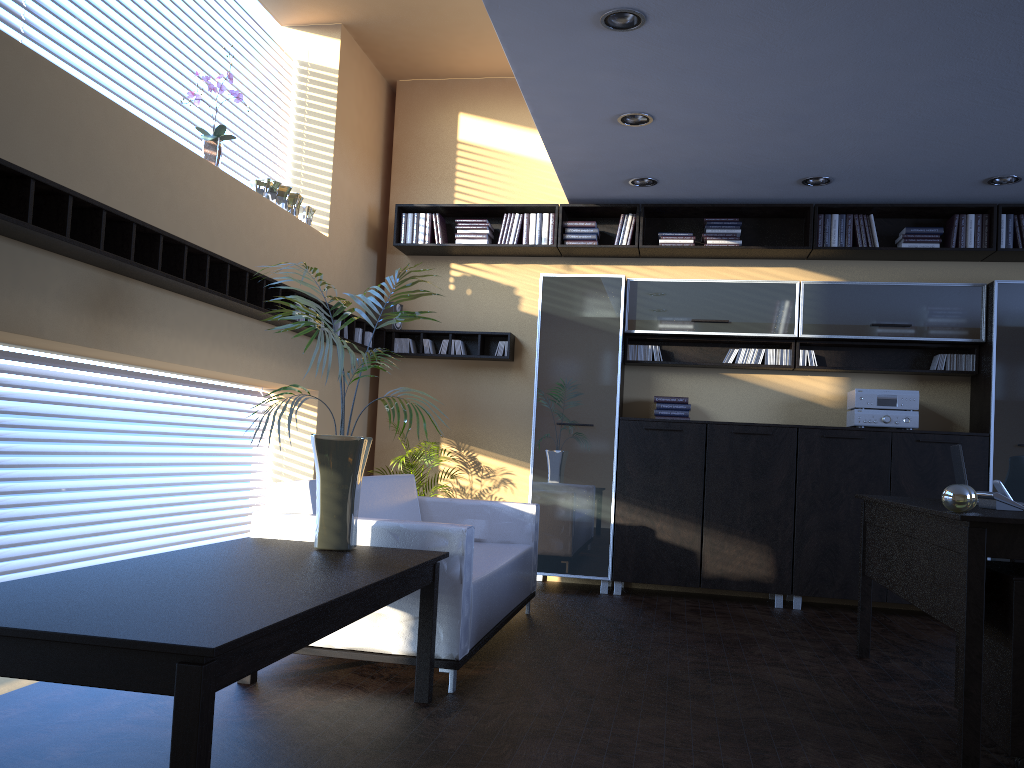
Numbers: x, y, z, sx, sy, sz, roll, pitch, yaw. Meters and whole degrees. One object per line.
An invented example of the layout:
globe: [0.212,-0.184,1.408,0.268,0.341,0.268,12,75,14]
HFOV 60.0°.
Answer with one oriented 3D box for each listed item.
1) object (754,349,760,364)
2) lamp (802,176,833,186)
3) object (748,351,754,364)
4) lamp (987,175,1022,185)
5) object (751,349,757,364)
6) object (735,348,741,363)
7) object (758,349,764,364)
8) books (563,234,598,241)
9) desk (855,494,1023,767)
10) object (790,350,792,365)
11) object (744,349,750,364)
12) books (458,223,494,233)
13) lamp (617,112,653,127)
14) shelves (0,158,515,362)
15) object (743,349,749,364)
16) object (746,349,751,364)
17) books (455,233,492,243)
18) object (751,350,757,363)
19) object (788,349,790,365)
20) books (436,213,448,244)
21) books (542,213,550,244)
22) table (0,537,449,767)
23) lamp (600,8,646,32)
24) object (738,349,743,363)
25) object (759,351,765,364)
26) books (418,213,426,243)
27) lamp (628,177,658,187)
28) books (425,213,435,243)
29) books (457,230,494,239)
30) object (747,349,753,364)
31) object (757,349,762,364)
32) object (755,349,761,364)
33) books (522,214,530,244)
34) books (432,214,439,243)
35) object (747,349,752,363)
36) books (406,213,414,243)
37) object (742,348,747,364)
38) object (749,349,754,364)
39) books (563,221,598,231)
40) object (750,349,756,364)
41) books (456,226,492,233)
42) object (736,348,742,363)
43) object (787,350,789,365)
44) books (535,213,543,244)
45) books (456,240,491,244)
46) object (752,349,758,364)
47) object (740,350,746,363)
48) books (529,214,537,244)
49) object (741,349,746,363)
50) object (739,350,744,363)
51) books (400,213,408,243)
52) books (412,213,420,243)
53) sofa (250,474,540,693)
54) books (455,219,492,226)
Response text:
object: [1.876,-0.204,6.813,0.040,0.118,0.142,2,-4,11]
lamp: [2.134,-1.460,6.193,0.209,0.096,0.208,3,-4,5]
object: [1.837,-0.205,6.824,0.040,0.118,0.142,2,-4,11]
lamp: [3.318,-1.415,5.969,0.209,0.096,0.208,3,-4,5]
object: [1.856,-0.205,6.816,0.036,0.116,0.140,2,-4,11]
object: [1.737,-0.209,6.840,0.040,0.118,0.142,2,-4,10]
object: [1.906,-0.203,6.807,0.036,0.116,0.140,2,-4,11]
books: [0.547,-1.145,7.037,0.258,0.050,0.208,2,-4,10]
desk: [2.179,1.001,3.949,0.913,0.889,1.898,2,-4,11]
object: [2.119,-0.195,6.766,0.009,0.120,0.142,2,-4,10]
object: [1.807,-0.206,6.829,0.040,0.118,0.142,2,-4,11]
books: [-0.291,-1.273,7.214,0.258,0.028,0.208,2,-4,10]
lamp: [0.729,-1.605,5.233,0.209,0.096,0.208,3,-4,-7]
shelves: [-1.199,-0.586,4.160,1.249,0.213,6.634,2,-4,11]
object: [1.798,-0.206,6.832,0.036,0.116,0.140,2,-4,11]
object: [1.817,-0.206,6.829,0.040,0.118,0.142,2,-4,11]
books: [-0.313,-1.178,7.206,0.258,0.050,0.208,2,-4,10]
object: [1.856,-0.204,6.820,0.040,0.118,0.142,2,-4,11]
object: [2.109,-0.195,6.766,0.009,0.120,0.142,2,-4,11]
books: [-0.571,-1.241,7.254,0.075,0.259,0.208,2,-3,10]
books: [0.281,-1.209,7.088,0.050,0.258,0.208,2,-3,11]
table: [-0.889,0.900,2.806,0.897,0.602,1.898,2,-4,11]
lamp: [0.508,-1.704,4.049,0.209,0.096,0.208,4,-4,-19]
object: [1.758,-0.208,6.839,0.036,0.116,0.140,2,-4,11]
object: [1.915,-0.202,6.807,0.040,0.118,0.142,2,-4,11]
books: [-0.715,-1.246,7.283,0.050,0.258,0.208,2,-3,11]
lamp: [0.950,-1.505,6.418,0.209,0.096,0.208,1,-5,29]
books: [-0.664,-1.244,7.274,0.050,0.258,0.208,2,-3,10]
books: [-0.295,-1.216,7.216,0.258,0.028,0.208,2,-4,11]
object: [1.826,-0.206,6.821,0.036,0.116,0.140,2,-4,10]
object: [1.896,-0.203,6.813,0.040,0.118,0.142,2,-4,11]
object: [1.886,-0.203,6.816,0.040,0.118,0.142,2,-4,10]
books: [0.129,-1.214,7.125,0.050,0.258,0.208,2,-3,11]
books: [-0.601,-1.242,7.265,0.075,0.259,0.208,2,-3,10]
object: [1.827,-0.205,6.826,0.040,0.118,0.142,2,-4,11]
books: [-0.816,-1.250,7.305,0.050,0.258,0.208,2,-3,10]
object: [1.786,-0.207,6.829,0.040,0.118,0.142,2,-4,11]
object: [1.837,-0.205,6.822,0.036,0.116,0.140,2,-4,11]
books: [0.544,-1.247,7.049,0.258,0.050,0.208,2,-4,10]
object: [1.845,-0.205,6.816,0.040,0.118,0.142,2,-4,11]
books: [-0.308,-1.247,7.200,0.258,0.028,0.208,2,-4,11]
object: [1.747,-0.209,6.838,0.040,0.118,0.142,2,-4,11]
object: [2.100,-0.195,6.775,0.009,0.120,0.142,2,-4,11]
books: [0.230,-1.211,7.098,0.050,0.258,0.208,2,-3,11]
books: [-0.306,-1.126,7.197,0.258,0.050,0.208,2,-4,11]
object: [1.867,-0.204,6.822,0.040,0.118,0.142,2,-4,11]
object: [1.778,-0.207,6.837,0.040,0.118,0.142,2,-4,11]
books: [0.180,-1.212,7.115,0.050,0.258,0.208,2,-3,11]
object: [1.778,-0.207,6.835,0.036,0.116,0.140,2,-4,11]
object: [1.767,-0.208,6.834,0.036,0.116,0.140,2,-4,11]
books: [-0.868,-1.252,7.312,0.050,0.258,0.208,2,-3,11]
books: [-0.767,-1.249,7.285,0.050,0.258,0.208,3,-3,10]
sofa: [-0.512,0.945,4.824,1.014,0.847,2.060,2,-4,11]
books: [-0.311,-1.303,7.218,0.258,0.028,0.208,2,-4,11]
